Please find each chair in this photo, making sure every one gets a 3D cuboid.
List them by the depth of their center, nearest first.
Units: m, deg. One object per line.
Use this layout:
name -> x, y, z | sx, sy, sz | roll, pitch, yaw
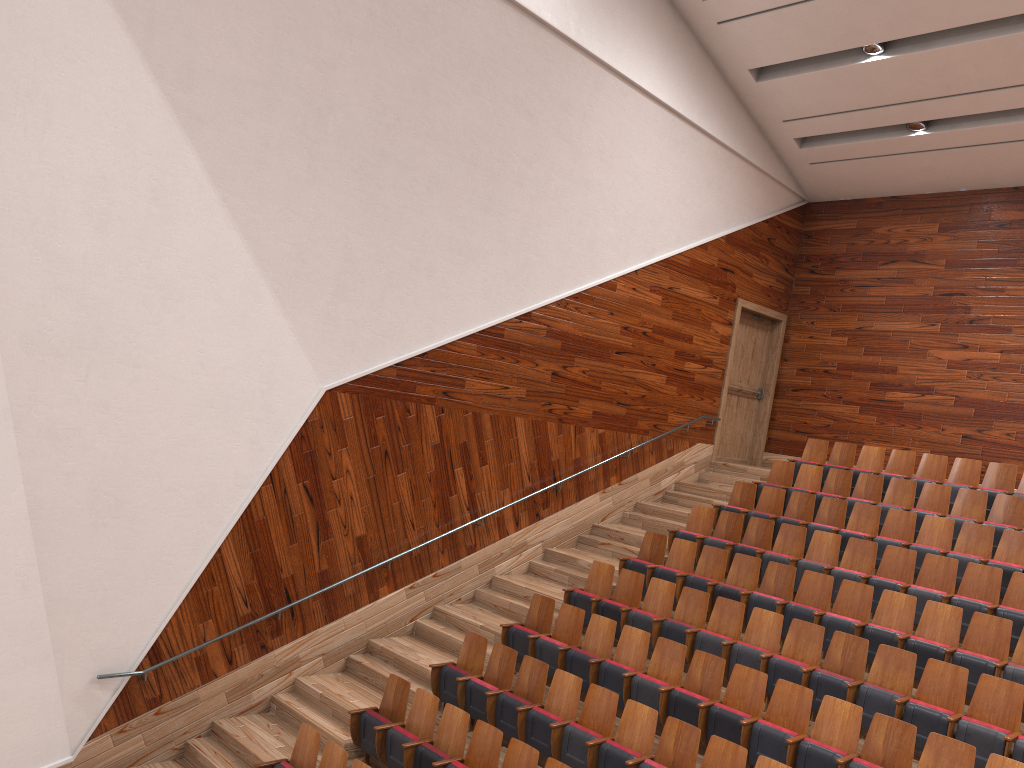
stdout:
chair -> 0.498, 0.255, 0.518 | 0.776, 0.375, 1.169 | 9, -1, -44

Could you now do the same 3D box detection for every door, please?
door -> 0.351, 0.003, 1.333 | 0.140, 0.242, 0.024 | 5, 6, -43
